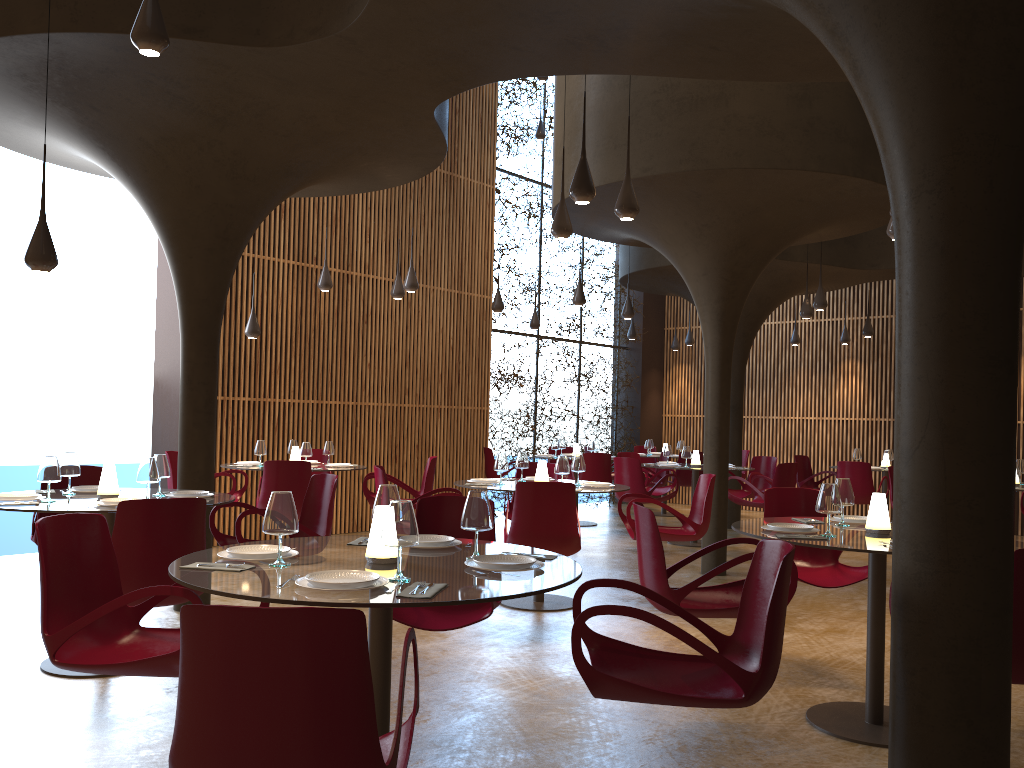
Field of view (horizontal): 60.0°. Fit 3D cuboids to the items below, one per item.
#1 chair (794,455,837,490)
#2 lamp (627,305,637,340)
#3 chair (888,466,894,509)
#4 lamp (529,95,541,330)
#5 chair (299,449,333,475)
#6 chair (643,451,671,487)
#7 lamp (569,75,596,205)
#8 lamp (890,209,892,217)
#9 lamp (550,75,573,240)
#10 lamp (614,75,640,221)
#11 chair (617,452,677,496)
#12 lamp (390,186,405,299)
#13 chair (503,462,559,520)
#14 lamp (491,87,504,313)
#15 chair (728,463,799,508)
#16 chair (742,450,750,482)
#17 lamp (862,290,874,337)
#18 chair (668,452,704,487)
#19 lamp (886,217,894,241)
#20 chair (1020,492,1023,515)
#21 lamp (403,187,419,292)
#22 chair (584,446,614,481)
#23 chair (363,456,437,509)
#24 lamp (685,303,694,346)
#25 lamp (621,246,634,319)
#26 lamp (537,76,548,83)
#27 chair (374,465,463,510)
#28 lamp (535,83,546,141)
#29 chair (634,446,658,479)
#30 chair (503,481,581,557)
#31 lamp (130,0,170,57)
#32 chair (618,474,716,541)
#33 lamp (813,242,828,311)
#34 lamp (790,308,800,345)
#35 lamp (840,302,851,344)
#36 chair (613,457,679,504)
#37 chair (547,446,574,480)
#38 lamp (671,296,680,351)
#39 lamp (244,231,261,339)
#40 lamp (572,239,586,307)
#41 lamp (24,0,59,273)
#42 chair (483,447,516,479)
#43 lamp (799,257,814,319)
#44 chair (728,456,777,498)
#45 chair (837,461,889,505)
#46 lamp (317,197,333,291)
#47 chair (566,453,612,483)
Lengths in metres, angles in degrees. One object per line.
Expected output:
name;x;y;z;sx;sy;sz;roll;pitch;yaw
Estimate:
chair;5.072;1.504;14.547;0.625;0.636;0.872;3;-2;-44
lamp;2.373;-3.980;16.950;0.196;6.274;0.196;2;-1;-24
chair;5.136;1.364;11.041;0.625;0.636;0.873;3;-2;-34
lamp;0.477;-4.087;15.534;0.196;6.274;0.196;2;-1;-24
chair;-2.655;1.186;11.656;0.625;0.636;0.873;2;-2;-9
chair;2.283;1.456;15.136;0.872;0.636;0.625;2;-2;-9
lamp;0.592;-4.450;6.474;0.196;6.274;0.196;2;-1;-14
lamp;3.058;-4.374;6.784;0.196;6.274;0.196;1;-1;26
lamp;0.513;-4.400;7.773;0.196;6.274;0.196;2;-1;-44
lamp;0.977;-4.421;6.957;0.196;6.274;0.196;2;-1;-44
chair;2.031;1.392;13.734;0.625;0.636;0.873;3;-2;-34
lamp;-1.458;-4.282;11.968;0.196;6.274;0.196;2;-1;-41
chair;0.253;1.174;9.469;0.625;0.636;0.873;1;-2;4
lamp;-0.130;-4.197;13.214;0.196;6.274;0.196;1;-1;16
chair;3.412;1.356;11.949;0.625;0.636;0.872;3;-2;-39
chair;4.123;1.581;17.051;0.872;0.636;0.625;2;-2;-9
lamp;6.222;-3.945;15.338;0.196;6.274;0.196;2;-1;-34
chair;3.067;1.500;15.734;0.625;0.636;0.873;2;-2;-9
lamp;3.310;-4.341;7.438;0.196;6.274;0.196;2;-1;-24
chair;6.771;1.402;10.925;0.873;0.636;0.625;3;-2;-39
lamp;-1.199;-4.303;11.265;0.196;6.274;0.196;2;-1;-21
chair;1.787;1.508;16.758;0.873;0.636;0.625;2;-2;-14
chair;-1.338;1.178;10.600;0.872;0.636;0.625;2;-2;-9
lamp;3.662;-3.907;17.925;0.196;6.274;0.196;2;-1;-24
lamp;1.850;-4.130;13.586;0.196;6.274;0.196;2;-1;-4
lamp;0.535;-6.143;14.775;0.196;2.223;0.196;2;-1;-14
chair;-0.880;1.101;8.403;0.872;0.636;0.625;2;-2;-6
lamp;0.532;-5.746;15.527;0.196;2.960;0.196;2;-1;-14
chair;2.764;1.583;17.970;0.625;0.636;0.873;2;-2;-4
chair;0.249;1.082;7.213;0.625;0.636;0.873;2;-2;-1
lamp;-1.828;-4.880;4.714;0.196;6.274;0.196;2;-1;-34
chair;1.474;1.161;8.374;0.872;0.636;0.625;2;-2;-1
lamp;4.243;-4.131;12.017;0.196;6.274;0.196;2;-1;-14
lamp;5.558;-3.888;17.192;0.196;6.274;0.196;2;-1;-34
lamp;6.349;-3.886;16.730;0.196;6.274;0.196;2;-1;-24
chair;1.791;1.324;12.196;0.873;0.636;0.625;3;-2;-44
chair;0.924;1.457;16.054;0.625;0.636;0.873;2;-2;-4
lamp;3.600;-3.860;19.143;0.196;6.274;0.196;2;-1;-24
lamp;-3.114;-3.700;10.959;0.196;6.274;0.196;1;-1;16
lamp;1.004;-4.206;12.246;0.196;6.274;0.196;2;-1;-4
lamp;-2.898;-3.843;5.648;0.196;6.274;0.196;2;-1;-34
chair;-0.053;1.383;14.843;0.873;0.636;0.625;2;-2;-14
lamp;4.375;-4.089;12.971;0.196;6.274;0.196;2;-1;-14
chair;3.667;1.430;13.618;0.873;0.636;0.625;3;-2;-39
chair;5.101;1.442;12.990;0.625;0.636;0.873;0;-2;36
lamp;-2.311;-4.327;11.381;0.196;6.274;0.196;2;-1;-41
chair;1.228;1.375;13.818;0.625;0.636;0.873;2;-2;-9
